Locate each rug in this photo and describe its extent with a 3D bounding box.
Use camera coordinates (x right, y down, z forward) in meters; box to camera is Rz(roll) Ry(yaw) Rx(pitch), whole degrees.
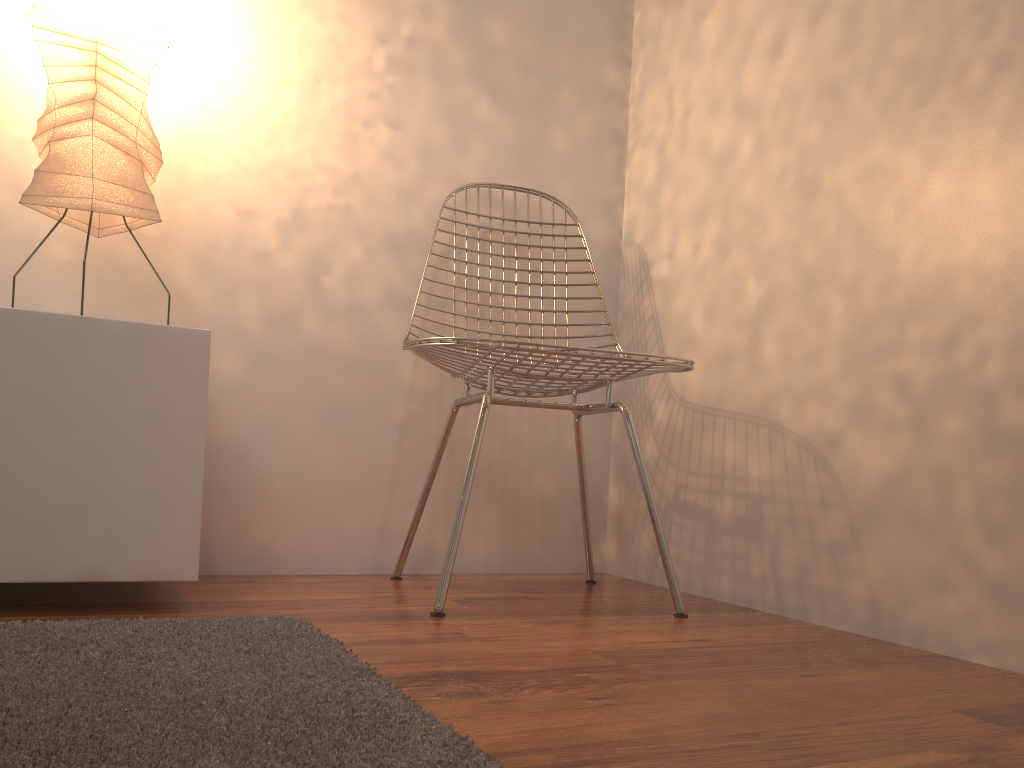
[{"bbox_3d":[-0.954,0.224,0.271,2.070,0.009,1.285,6,-6,-26],"label":"rug"}]

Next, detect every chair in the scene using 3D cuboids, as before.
[{"bbox_3d":[0.046,-0.027,1.771,0.543,0.900,0.562,3,-1,-16],"label":"chair"}]

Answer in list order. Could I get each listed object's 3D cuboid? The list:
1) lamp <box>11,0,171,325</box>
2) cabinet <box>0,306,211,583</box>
[{"bbox_3d":[-0.711,-0.631,1.540,0.271,1.097,0.261,3,0,19],"label":"lamp"},{"bbox_3d":[-1.382,0.042,1.149,1.831,0.390,0.403,6,-4,-26],"label":"cabinet"}]
